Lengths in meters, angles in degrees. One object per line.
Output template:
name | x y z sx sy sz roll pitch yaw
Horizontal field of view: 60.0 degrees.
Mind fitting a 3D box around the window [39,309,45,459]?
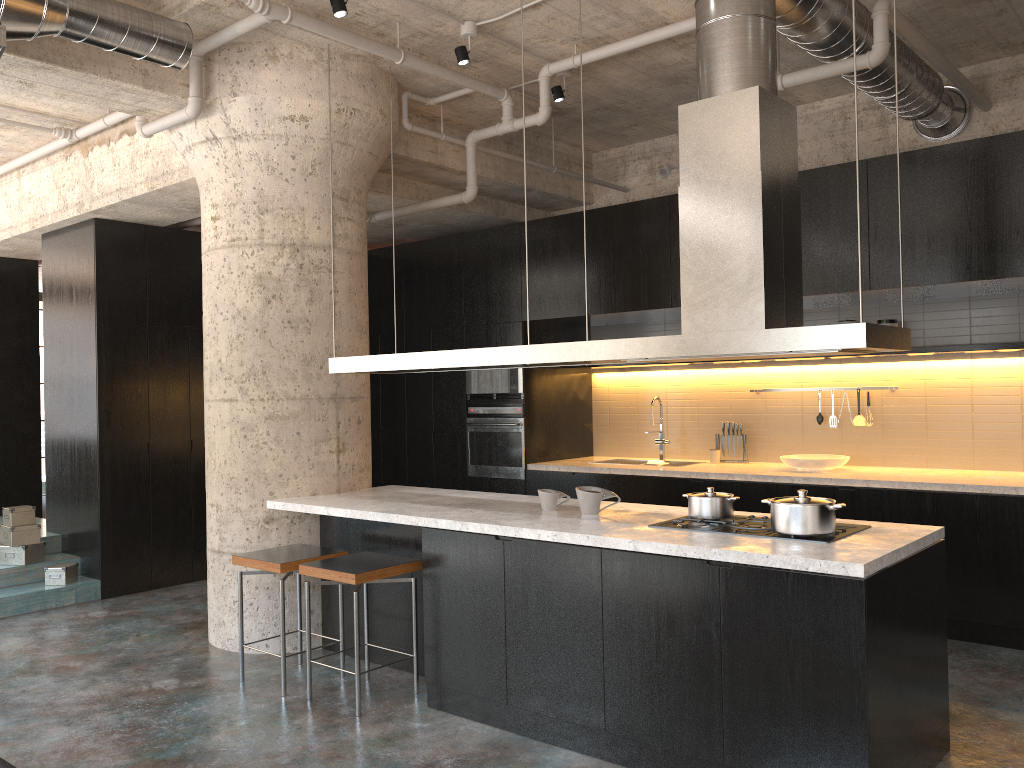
window | -8.404 -0.001 14.445 0.081 2.530 1.780 -2 -1 40

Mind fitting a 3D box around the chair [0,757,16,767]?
chair | -1.434 1.244 1.973 0.707 0.738 0.754 -2 -1 40

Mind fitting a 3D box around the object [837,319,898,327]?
object | 2.582 -0.366 6.503 0.462 0.240 0.334 -2 -1 37

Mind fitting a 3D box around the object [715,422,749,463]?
object | 1.803 0.479 7.291 0.291 0.336 0.060 -2 -1 34

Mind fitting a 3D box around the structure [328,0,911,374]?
structure | 0.256 -1.141 4.458 3.117 2.100 0.538 -2 -1 40

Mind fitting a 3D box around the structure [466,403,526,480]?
structure | 0.017 0.498 7.986 0.664 0.651 0.649 -2 -1 40

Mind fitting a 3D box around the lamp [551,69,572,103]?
lamp | 0.342 -2.049 6.065 0.145 0.236 0.107 -1 -1 23

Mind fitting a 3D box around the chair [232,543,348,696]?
chair | -1.224 1.288 4.927 0.450 0.698 0.450 -2 -1 40

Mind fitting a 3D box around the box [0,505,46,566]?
box | -3.887 1.192 7.011 0.331 0.441 0.280 -2 -1 30

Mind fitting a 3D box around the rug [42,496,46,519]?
rug | -5.469 1.598 10.906 1.759 0.377 0.541 -2 -1 40

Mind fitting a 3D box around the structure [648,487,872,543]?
structure | 1.084 0.535 3.898 0.833 0.187 0.506 -2 -1 40

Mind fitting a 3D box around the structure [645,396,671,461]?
structure | 1.229 0.382 7.574 0.125 0.559 0.269 -2 -1 40

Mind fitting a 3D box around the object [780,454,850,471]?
object | 2.234 0.584 6.545 0.490 0.093 0.490 -2 -1 38

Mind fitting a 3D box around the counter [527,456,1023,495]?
counter | 2.115 0.704 6.556 4.360 0.142 1.000 -2 -1 40

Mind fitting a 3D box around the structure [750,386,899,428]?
structure | 2.401 0.185 6.899 1.171 0.315 0.074 -2 -1 40

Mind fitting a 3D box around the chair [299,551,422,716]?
chair | -0.779 1.275 4.613 0.450 0.698 0.450 -2 -1 40

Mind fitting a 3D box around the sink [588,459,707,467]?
sink | 1.132 0.725 7.458 0.890 0.134 0.458 -2 -1 40

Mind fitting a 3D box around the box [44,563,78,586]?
box | -3.515 1.484 6.920 0.172 0.140 0.187 -1 -1 3

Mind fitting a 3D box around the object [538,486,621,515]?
object | 0.329 0.584 4.495 0.437 0.133 0.188 -2 -1 41

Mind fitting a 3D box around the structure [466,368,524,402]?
structure | 0.035 -0.068 8.027 0.659 0.450 0.612 -2 -1 40

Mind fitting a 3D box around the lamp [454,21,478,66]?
lamp | -0.272 -2.043 5.342 0.145 0.236 0.107 -1 -1 23

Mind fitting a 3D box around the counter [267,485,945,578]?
counter | 0.193 0.676 4.544 3.500 0.046 1.000 -2 -1 40

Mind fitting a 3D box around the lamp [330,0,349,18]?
lamp | -0.876 -2.037 4.630 0.145 0.236 0.107 -1 -1 23

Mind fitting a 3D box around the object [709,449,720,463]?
object | 1.664 0.591 7.277 0.092 0.117 0.092 -1 -1 -11

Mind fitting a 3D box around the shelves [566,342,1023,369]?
shelves | 2.282 -0.214 6.783 4.362 0.043 0.403 -2 -1 40
